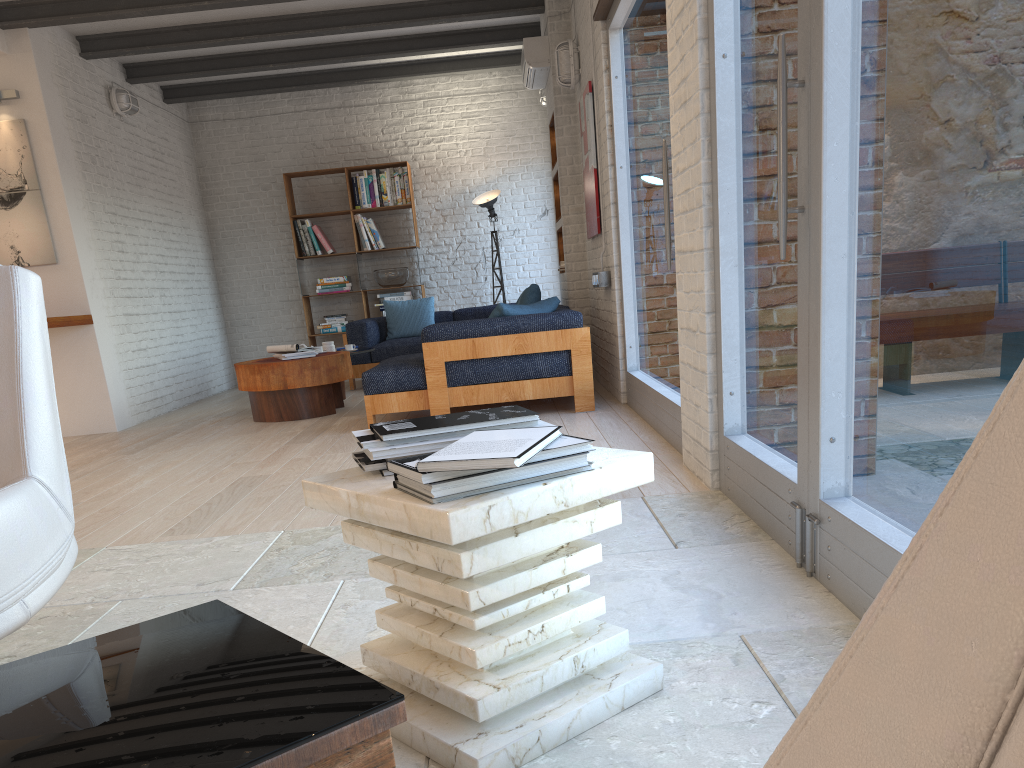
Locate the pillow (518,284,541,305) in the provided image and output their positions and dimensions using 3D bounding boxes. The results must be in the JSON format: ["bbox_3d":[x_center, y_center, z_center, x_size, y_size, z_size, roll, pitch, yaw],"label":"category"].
[{"bbox_3d":[0.125,-0.603,7.175,0.254,0.432,1.168,-5,8,-1],"label":"pillow"}]

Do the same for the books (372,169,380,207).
[{"bbox_3d":[-1.454,-2.100,9.420,0.036,0.398,0.234,-5,13,0],"label":"books"}]

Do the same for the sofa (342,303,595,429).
[{"bbox_3d":[-0.553,-0.268,7.465,2.079,0.686,3.809,-6,7,0],"label":"sofa"}]

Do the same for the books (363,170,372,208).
[{"bbox_3d":[-1.548,-2.091,9.426,0.036,0.398,0.234,-5,13,0],"label":"books"}]

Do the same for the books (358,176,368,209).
[{"bbox_3d":[-1.592,-2.059,9.431,0.055,0.342,0.244,-5,13,0],"label":"books"}]

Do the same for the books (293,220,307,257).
[{"bbox_3d":[-2.303,-1.588,9.563,0.091,0.399,0.234,-5,13,0],"label":"books"}]

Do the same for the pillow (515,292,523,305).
[{"bbox_3d":[0.124,-0.726,8.477,0.243,0.413,1.067,-6,8,-1],"label":"pillow"}]

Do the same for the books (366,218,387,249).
[{"bbox_3d":[-1.481,-1.638,9.554,0.158,0.342,0.244,-5,13,0],"label":"books"}]

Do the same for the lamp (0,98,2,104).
[{"bbox_3d":[-3.717,-2.070,6.252,0.079,0.108,0.077,1,14,28],"label":"lamp"}]

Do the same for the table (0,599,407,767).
[{"bbox_3d":[-1.071,0.660,0.796,1.926,0.446,2.176,-11,9,-38],"label":"table"}]

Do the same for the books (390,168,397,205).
[{"bbox_3d":[-1.267,-2.119,9.427,0.036,0.398,0.234,-5,13,0],"label":"books"}]

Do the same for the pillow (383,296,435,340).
[{"bbox_3d":[-1.045,-0.678,8.979,0.555,0.425,0.214,-6,14,0],"label":"pillow"}]

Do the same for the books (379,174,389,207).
[{"bbox_3d":[-1.368,-2.080,9.422,0.055,0.342,0.244,-5,13,0],"label":"books"}]

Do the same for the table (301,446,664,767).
[{"bbox_3d":[-0.052,0.413,1.778,0.483,0.524,0.488,-15,15,-39],"label":"table"}]

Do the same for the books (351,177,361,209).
[{"bbox_3d":[-1.669,-2.053,9.450,0.055,0.342,0.244,-5,13,0],"label":"books"}]

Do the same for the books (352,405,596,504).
[{"bbox_3d":[-0.078,0.127,1.639,0.386,0.082,0.552,-8,7,-16],"label":"books"}]

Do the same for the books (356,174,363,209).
[{"bbox_3d":[-1.632,-2.071,9.444,0.021,0.373,0.261,-5,13,0],"label":"books"}]

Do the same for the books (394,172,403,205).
[{"bbox_3d":[-1.218,-2.095,9.428,0.055,0.342,0.244,-5,13,0],"label":"books"}]

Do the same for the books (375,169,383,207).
[{"bbox_3d":[-1.418,-2.104,9.429,0.036,0.398,0.234,-5,13,0],"label":"books"}]

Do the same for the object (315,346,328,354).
[{"bbox_3d":[-1.572,-0.276,7.089,0.146,0.058,0.169,-7,8,-11],"label":"object"}]

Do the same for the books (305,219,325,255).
[{"bbox_3d":[-2.159,-1.600,9.557,0.121,0.396,0.234,-5,13,0],"label":"books"}]

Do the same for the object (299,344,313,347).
[{"bbox_3d":[-1.800,-0.329,7.911,0.186,0.095,0.187,-1,9,25],"label":"object"}]

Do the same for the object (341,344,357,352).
[{"bbox_3d":[-1.421,-0.308,7.564,0.154,0.059,0.261,-7,7,-7],"label":"object"}]

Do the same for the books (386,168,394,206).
[{"bbox_3d":[-1.304,-2.117,9.440,0.036,0.398,0.234,-5,13,0],"label":"books"}]

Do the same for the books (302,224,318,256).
[{"bbox_3d":[-2.212,-1.575,9.594,0.102,0.347,0.244,-5,13,0],"label":"books"}]

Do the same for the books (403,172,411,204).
[{"bbox_3d":[-1.122,-2.107,9.448,0.055,0.342,0.244,-5,13,0],"label":"books"}]

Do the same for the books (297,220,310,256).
[{"bbox_3d":[-2.265,-1.593,9.570,0.091,0.399,0.234,-5,13,0],"label":"books"}]

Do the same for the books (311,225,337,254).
[{"bbox_3d":[-2.064,-1.581,9.587,0.195,0.331,0.244,-5,12,0],"label":"books"}]

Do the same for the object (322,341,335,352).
[{"bbox_3d":[-1.552,-0.302,7.380,0.108,0.112,0.103,-2,12,16],"label":"object"}]

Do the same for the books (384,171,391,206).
[{"bbox_3d":[-1.331,-2.099,9.431,0.021,0.373,0.261,-5,13,0],"label":"books"}]

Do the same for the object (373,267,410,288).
[{"bbox_3d":[-1.336,-1.177,9.705,0.400,0.209,0.389,2,11,41],"label":"object"}]

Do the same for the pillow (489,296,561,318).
[{"bbox_3d":[0.043,-0.398,5.903,0.551,0.341,0.371,-13,13,-39],"label":"pillow"}]

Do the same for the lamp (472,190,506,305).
[{"bbox_3d":[-0.015,-1.144,9.357,0.498,1.918,0.845,-13,16,-27],"label":"lamp"}]

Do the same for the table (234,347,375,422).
[{"bbox_3d":[-1.764,-0.028,7.393,1.078,0.463,1.762,-5,7,6],"label":"table"}]

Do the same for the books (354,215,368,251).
[{"bbox_3d":[-1.644,-1.651,9.567,0.101,0.399,0.234,-5,13,0],"label":"books"}]

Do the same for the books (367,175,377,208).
[{"bbox_3d":[-1.499,-2.070,9.447,0.055,0.342,0.244,-5,13,0],"label":"books"}]

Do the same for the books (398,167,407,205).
[{"bbox_3d":[-1.173,-2.128,9.425,0.036,0.398,0.234,-5,13,0],"label":"books"}]
